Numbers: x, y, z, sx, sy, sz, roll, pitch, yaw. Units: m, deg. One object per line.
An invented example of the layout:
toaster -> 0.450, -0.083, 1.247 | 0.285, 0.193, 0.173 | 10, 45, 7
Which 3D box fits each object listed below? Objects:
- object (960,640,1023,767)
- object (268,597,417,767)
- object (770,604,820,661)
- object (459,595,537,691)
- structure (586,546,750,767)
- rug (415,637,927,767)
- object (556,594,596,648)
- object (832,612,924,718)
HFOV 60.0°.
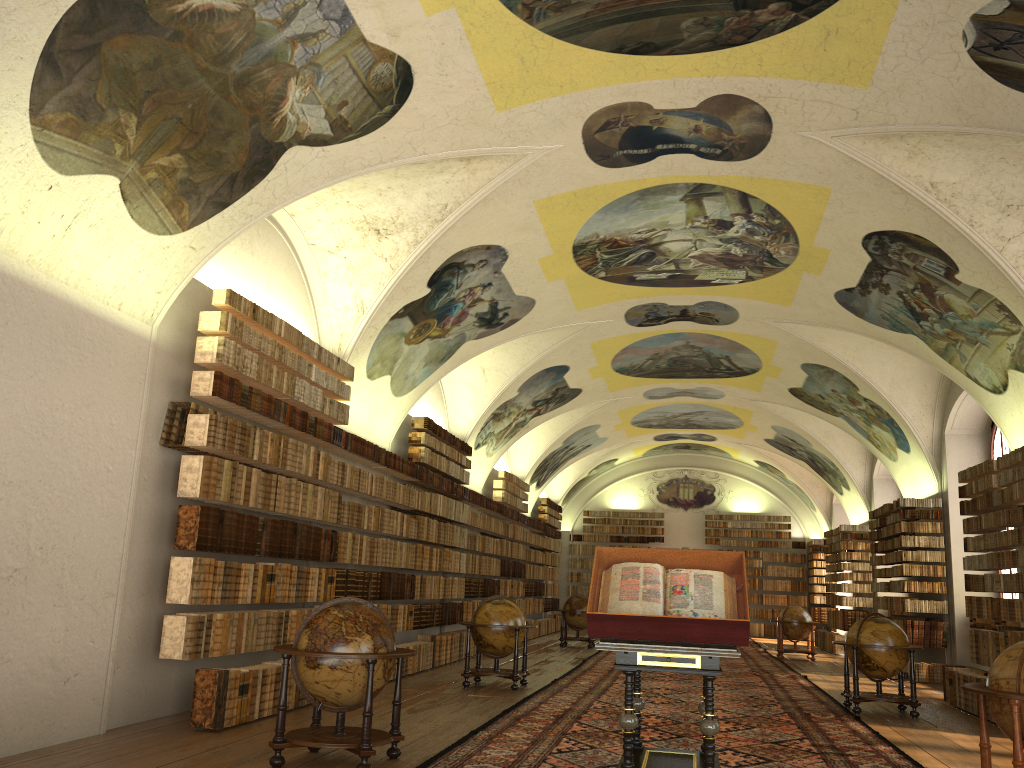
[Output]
object -> 4.204, 2.661, 6.876 | 1.282, 1.443, 1.281 | 13, -16, -40
object -> -1.523, 2.669, 8.026 | 1.280, 1.443, 1.282 | 8, -13, -25
object -> 7.596, 6.639, 23.796 | 1.281, 1.443, 1.282 | 11, -15, -35
object -> -0.234, 4.181, 14.458 | 1.282, 1.443, 1.281 | 13, -16, -40
structure -> 1.358, 2.446, 7.668 | 1.245, 1.973, 1.899 | 0, -12, 11
rug -> 3.384, 5.613, 17.027 | 4.704, 0.064, 37.056 | 0, -13, 11
object -> 1.863, 6.650, 24.959 | 1.281, 1.443, 1.282 | 11, -15, -35
object -> 5.494, 4.173, 13.307 | 1.280, 1.443, 1.282 | 8, -13, -25
